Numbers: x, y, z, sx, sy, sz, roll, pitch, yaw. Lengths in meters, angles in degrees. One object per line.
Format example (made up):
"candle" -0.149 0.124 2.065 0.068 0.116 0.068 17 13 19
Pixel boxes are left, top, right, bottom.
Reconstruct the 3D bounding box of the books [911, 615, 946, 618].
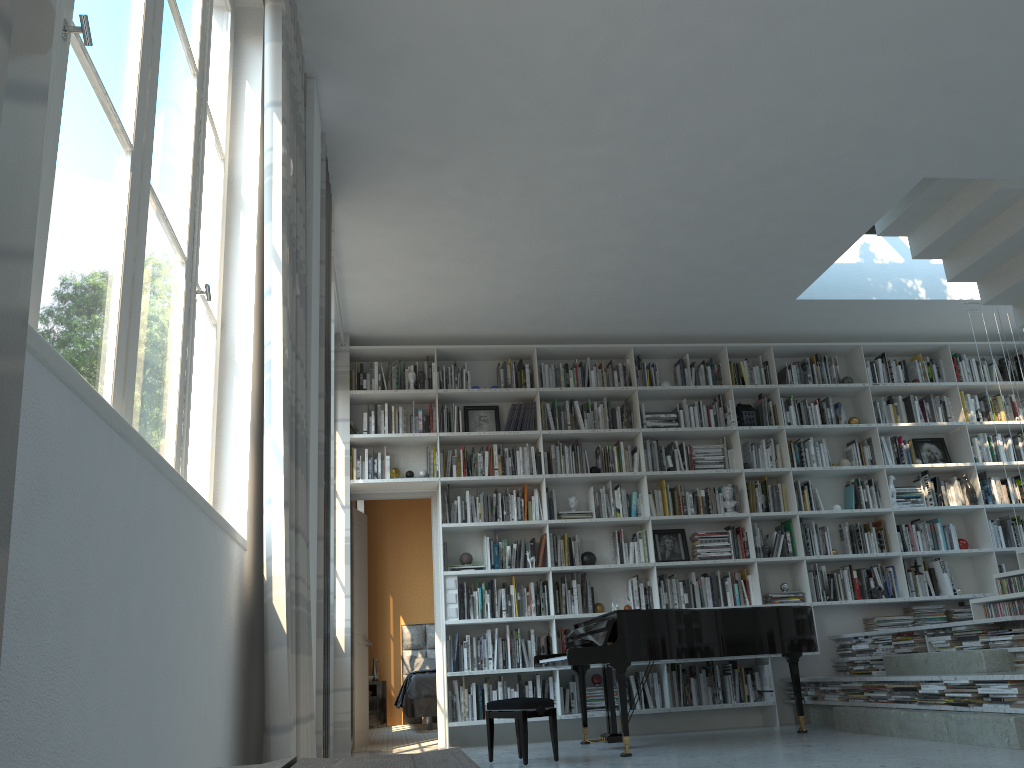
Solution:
"books" 3.443 1.946 7.398 0.285 0.007 0.160 -1 -18 -8

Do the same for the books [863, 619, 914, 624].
"books" 3.115 1.968 7.341 0.345 0.007 0.194 -1 -18 -6

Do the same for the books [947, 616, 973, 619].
"books" 3.811 1.956 7.436 0.367 0.007 0.206 -2 -18 -5

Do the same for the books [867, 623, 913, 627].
"books" 3.115 1.994 7.324 0.308 0.008 0.195 1 -19 -13

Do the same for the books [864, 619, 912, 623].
"books" 3.116 1.958 7.335 0.345 0.007 0.194 1 -19 -13

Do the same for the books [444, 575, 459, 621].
"books" -0.482 1.676 6.895 0.106 0.339 0.308 -1 -18 -8

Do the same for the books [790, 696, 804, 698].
"books" 2.308 2.446 6.941 0.155 0.009 0.233 1 -19 -13

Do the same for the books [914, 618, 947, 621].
"books" 3.445 1.961 7.380 0.285 0.007 0.160 1 -19 -13

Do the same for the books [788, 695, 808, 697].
"books" 2.298 2.437 6.943 0.179 0.012 0.262 -2 -18 -5

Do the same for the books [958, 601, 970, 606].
"books" 3.925 1.836 7.453 0.204 0.035 0.267 -1 -18 -7

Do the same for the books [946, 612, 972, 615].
"books" 3.810 1.926 7.440 0.327 0.008 0.208 -2 -18 -3

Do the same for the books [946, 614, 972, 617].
"books" 3.810 1.943 7.443 0.327 0.008 0.208 -1 -18 -6

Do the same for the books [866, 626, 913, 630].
"books" 3.114 2.016 7.319 0.308 0.008 0.195 -2 -18 -4

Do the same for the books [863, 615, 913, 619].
"books" 3.113 1.933 7.352 0.345 0.007 0.194 -1 -18 -6

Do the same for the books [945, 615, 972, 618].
"books" 3.811 1.949 7.439 0.327 0.008 0.208 0 -19 -11

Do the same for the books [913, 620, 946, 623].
"books" 3.446 1.982 7.376 0.254 0.007 0.161 1 -19 -12

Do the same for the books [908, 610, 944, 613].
"books" 3.442 1.901 7.402 0.254 0.005 0.161 -2 -18 -4

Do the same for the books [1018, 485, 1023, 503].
"books" 4.473 0.995 7.813 0.024 0.180 0.191 -1 -18 -8

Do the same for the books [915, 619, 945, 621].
"books" 3.445 1.971 7.387 0.254 0.007 0.161 -1 -18 -7

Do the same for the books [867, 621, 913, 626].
"books" 3.117 1.980 7.329 0.308 0.008 0.195 -2 -18 -3

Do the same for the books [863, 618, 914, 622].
"books" 3.114 1.954 7.345 0.345 0.007 0.194 -1 -18 -6

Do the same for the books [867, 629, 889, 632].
"books" 3.115 2.031 7.315 0.308 0.008 0.195 1 -19 -12

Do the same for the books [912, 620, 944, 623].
"books" 3.446 1.975 7.378 0.285 0.007 0.160 1 -19 -12

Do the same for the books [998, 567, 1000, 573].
"books" 4.063 1.661 7.475 0.031 0.214 0.165 -1 -18 -8

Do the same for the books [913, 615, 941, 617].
"books" 3.440 1.939 7.398 0.254 0.005 0.161 -1 -18 -8

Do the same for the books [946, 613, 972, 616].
"books" 3.809 1.937 7.449 0.367 0.007 0.206 0 -19 -9

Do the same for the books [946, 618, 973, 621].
"books" 3.811 1.973 7.437 0.367 0.007 0.206 -1 -18 -7

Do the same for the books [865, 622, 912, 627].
"books" 3.113 1.991 7.338 0.308 0.008 0.195 -1 -18 -8

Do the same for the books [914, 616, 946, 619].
"books" 3.443 1.951 7.393 0.285 0.007 0.160 -1 -18 -7

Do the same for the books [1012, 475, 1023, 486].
"books" 4.492 0.958 7.858 0.026 0.277 0.170 -1 -18 -8

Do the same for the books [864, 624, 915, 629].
"books" 3.114 2.004 7.329 0.345 0.007 0.194 0 -19 -10

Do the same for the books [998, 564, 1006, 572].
"books" 4.118 1.648 7.484 0.030 0.237 0.152 -1 -18 -8

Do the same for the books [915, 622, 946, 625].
"books" 3.448 1.995 7.372 0.254 0.007 0.161 1 -19 -12

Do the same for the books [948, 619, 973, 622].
"books" 3.813 1.979 7.432 0.327 0.008 0.208 0 -19 -10

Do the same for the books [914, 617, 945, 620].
"books" 3.444 1.958 7.391 0.254 0.007 0.161 -1 -18 -7

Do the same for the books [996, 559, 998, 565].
"books" 4.080 1.628 7.504 0.011 0.292 0.145 -1 -18 -8

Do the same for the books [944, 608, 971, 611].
"books" 3.807 1.899 7.458 0.367 0.007 0.206 -1 -18 -6

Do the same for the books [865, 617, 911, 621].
"books" 3.114 1.947 7.347 0.308 0.008 0.195 -1 -18 -6

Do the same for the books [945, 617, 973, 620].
"books" 3.811 1.965 7.439 0.327 0.008 0.208 -1 -18 -7

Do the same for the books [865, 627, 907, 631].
"books" 3.115 2.022 7.314 0.345 0.007 0.194 -2 -18 -3

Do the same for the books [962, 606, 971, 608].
"books" 3.942 1.863 7.447 0.159 0.012 0.286 1 -19 -12

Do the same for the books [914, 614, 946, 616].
"books" 3.440 1.933 7.396 0.285 0.005 0.160 0 -19 -10

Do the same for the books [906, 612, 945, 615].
"books" 3.439 1.918 7.403 0.285 0.005 0.160 0 -19 -9

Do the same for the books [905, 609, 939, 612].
"books" 3.441 1.890 7.404 0.254 0.005 0.161 1 -19 -13

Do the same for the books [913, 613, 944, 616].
"books" 3.439 1.928 7.400 0.254 0.005 0.161 0 -19 -9

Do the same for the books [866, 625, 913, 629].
"books" 3.113 2.011 7.326 0.308 0.008 0.195 -1 -18 -6

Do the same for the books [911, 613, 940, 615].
"books" 3.439 1.923 7.402 0.285 0.005 0.160 -1 -18 -7

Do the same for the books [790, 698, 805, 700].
"books" 2.310 2.458 6.938 0.171 0.015 0.242 -1 -18 -8

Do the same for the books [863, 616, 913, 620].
"books" 3.113 1.940 7.350 0.345 0.007 0.194 0 -19 -10

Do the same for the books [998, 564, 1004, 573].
"books" 4.096 1.650 7.478 0.014 0.232 0.183 -1 -18 -8

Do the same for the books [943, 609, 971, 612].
"books" 3.809 1.903 7.447 0.368 0.007 0.206 1 -19 -13

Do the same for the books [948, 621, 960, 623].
"books" 3.814 1.992 7.425 0.368 0.007 0.206 0 -19 -11

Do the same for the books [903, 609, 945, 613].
"books" 3.441 1.896 7.406 0.285 0.005 0.160 0 -19 -11

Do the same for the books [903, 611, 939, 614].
"books" 3.439 1.906 7.400 0.285 0.005 0.160 1 -19 -12

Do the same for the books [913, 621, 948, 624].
"books" 3.447 1.989 7.379 0.285 0.007 0.160 -1 -18 -6

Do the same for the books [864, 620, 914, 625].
"books" 3.116 1.974 7.336 0.345 0.007 0.194 0 -19 -11

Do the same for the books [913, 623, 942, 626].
"books" 3.448 2.001 7.367 0.285 0.007 0.160 -2 -18 -3

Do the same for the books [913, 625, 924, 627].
"books" 3.446 2.008 7.367 0.285 0.007 0.160 1 -19 -12

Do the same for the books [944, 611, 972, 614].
"books" 3.808 1.921 7.451 0.327 0.008 0.208 -1 -18 -6

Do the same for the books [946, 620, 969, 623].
"books" 3.813 1.986 7.430 0.327 0.008 0.208 -1 -18 -6
